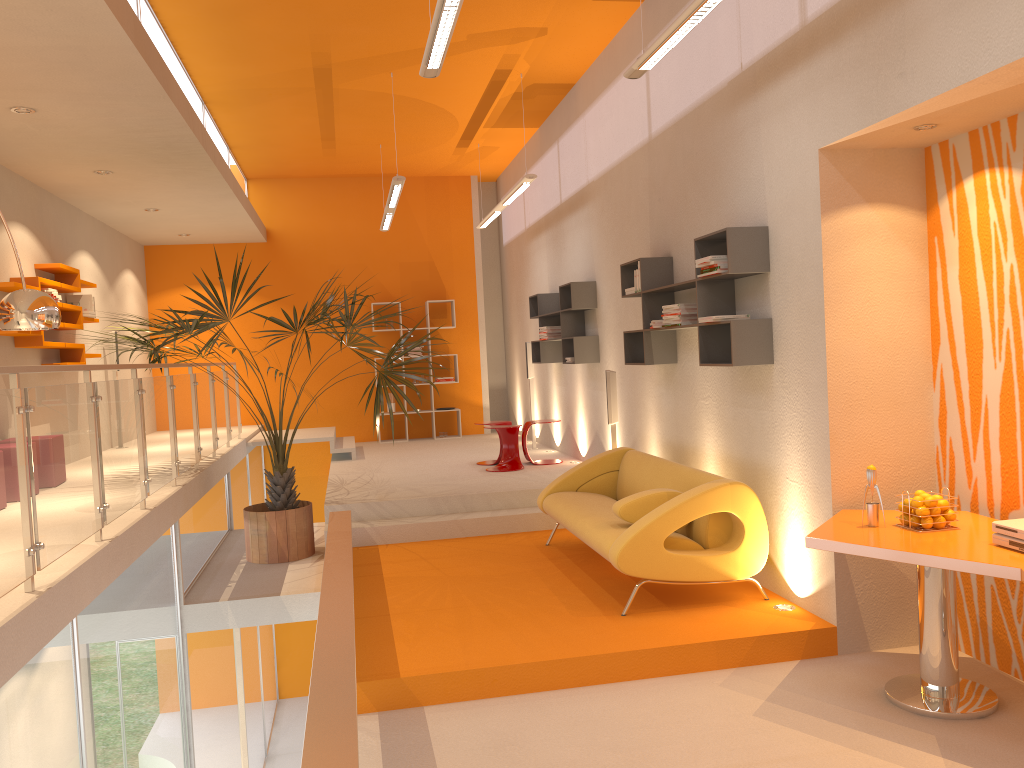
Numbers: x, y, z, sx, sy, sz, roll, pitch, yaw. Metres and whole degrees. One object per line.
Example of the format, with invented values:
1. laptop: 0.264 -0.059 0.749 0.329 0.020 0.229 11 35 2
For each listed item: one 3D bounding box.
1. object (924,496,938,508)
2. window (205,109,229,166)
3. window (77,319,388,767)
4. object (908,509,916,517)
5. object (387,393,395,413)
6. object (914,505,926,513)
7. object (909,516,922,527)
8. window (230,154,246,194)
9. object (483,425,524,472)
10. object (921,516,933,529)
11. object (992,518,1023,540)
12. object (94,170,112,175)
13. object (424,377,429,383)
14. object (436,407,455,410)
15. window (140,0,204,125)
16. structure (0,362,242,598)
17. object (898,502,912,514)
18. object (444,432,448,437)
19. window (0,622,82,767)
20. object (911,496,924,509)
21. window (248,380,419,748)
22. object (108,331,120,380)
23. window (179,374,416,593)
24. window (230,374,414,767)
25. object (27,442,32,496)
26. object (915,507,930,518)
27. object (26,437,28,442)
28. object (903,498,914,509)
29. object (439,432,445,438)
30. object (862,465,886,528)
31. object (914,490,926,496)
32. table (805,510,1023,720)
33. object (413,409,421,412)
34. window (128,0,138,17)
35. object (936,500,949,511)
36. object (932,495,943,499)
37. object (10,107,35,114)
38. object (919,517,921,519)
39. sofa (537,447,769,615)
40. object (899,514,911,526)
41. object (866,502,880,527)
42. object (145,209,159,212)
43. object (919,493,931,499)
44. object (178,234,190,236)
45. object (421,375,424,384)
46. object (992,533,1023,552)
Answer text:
1. object: 1.876 0.528 3.972 0.063 0.051 0.053 -4 2 -18
2. window: -3.245 -2.486 9.791 0.006 0.660 1.869 -3 2 -10
3. window: -2.016 1.937 8.468 0.481 5.399 8.922 -3 2 2
4. object: 1.856 0.600 4.102 0.052 0.053 0.062 -4 2 -28
5. object: -1.747 0.273 12.805 0.129 0.291 0.129 -2 2 17
6. object: 1.853 0.569 4.021 0.051 0.053 0.064 -2 2 27
7. object: 1.830 0.625 4.021 0.061 0.053 0.053 -4 2 -23
8. window: -3.594 -2.535 11.663 0.006 0.660 1.860 -3 2 -10
9. object: -0.080 0.655 9.148 0.391 0.450 0.420 -2 2 20
10. object: 1.859 0.619 3.971 0.052 0.057 0.060 -2 2 26
11. object: 2.117 0.586 3.496 0.262 0.049 0.349 -3 2 -10
12. object: -3.560 -1.860 7.719 0.143 0.059 0.143 -4 2 -27
13. object: 0.326 1.701 9.406 0.190 3.502 7.694 -4 2 -22
14. object: -0.969 0.364 12.941 0.294 0.020 0.294 -2 2 29
15. window: -2.811 -2.425 7.460 0.006 0.660 2.794 -3 2 -10
16. structure: -2.280 0.342 4.988 0.195 0.900 11.050 -3 2 -10
17. object: 1.811 0.572 4.087 0.053 0.055 0.060 -4 2 -22
18. object: 0.926 2.176 6.705 0.102 2.685 13.193 -4 2 -16
19. window: -1.647 2.941 2.860 0.006 3.760 2.311 -3 2 -10
20. object: 1.827 0.534 3.992 0.057 0.060 0.052 -2 2 13
21. window: -2.220 2.256 12.045 2.294 4.526 1.860 -3 2 -10
22. object: -4.447 0.065 9.998 0.116 1.317 0.111 -3 2 -4
23. window: -2.320 0.712 9.637 0.908 1.393 6.719 -3 2 9
24. window: -2.516 2.266 11.194 0.993 4.599 4.234 -2 2 21
25. object: -3.613 0.624 6.234 0.390 0.377 0.390 -3 2 -10
26. object: 1.837 0.574 3.966 0.063 0.051 0.053 -3 2 -7
27. object: -3.737 0.606 6.899 0.390 0.377 0.390 -4 2 -15
28. object: 1.817 0.545 4.045 0.053 0.051 0.063 -4 2 -20
29. object: 0.666 2.140 7.991 0.129 2.692 10.507 -4 2 -18
30. object: 1.681 0.516 4.101 0.101 0.288 0.088 -5 3 -40
31. object: 1.895 0.520 4.107 0.059 0.060 0.050 -2 2 24
32. table: 1.954 1.056 3.298 0.969 0.760 2.573 -3 2 -10
33. object: -1.371 0.382 12.810 0.105 0.035 0.106 -2 2 33
34. window: -2.342 -2.358 4.947 0.006 0.660 2.241 -3 2 -10
35. object: 1.944 0.546 4.004 0.053 0.052 0.061 -1 3 38
36. object: 1.946 0.533 4.062 0.063 0.053 0.051 -1 3 37
37. object: -3.203 -1.810 5.803 0.143 0.059 0.143 -5 3 -39
38. object: 1.896 0.623 4.086 0.050 0.055 0.061 -4 2 -20
39. sofa: 0.832 0.888 5.968 0.929 0.706 2.081 -3 2 -10
40. object: 1.812 0.623 4.079 0.053 0.053 0.061 -4 2 -21
41. object: 1.676 0.607 4.116 0.060 0.106 0.060 -2 2 22
42. object: -3.917 -1.911 9.636 0.143 0.059 0.143 -5 3 -39
43. object: 1.881 0.522 4.031 0.063 0.053 0.051 -2 2 26
44. object: -4.274 -1.961 11.551 0.143 0.059 0.143 -5 3 -39
45. object: -2.035 2.326 9.308 0.870 4.604 7.392 -2 2 20
46. object: 2.120 0.635 3.497 0.262 0.049 0.349 -3 2 -10
